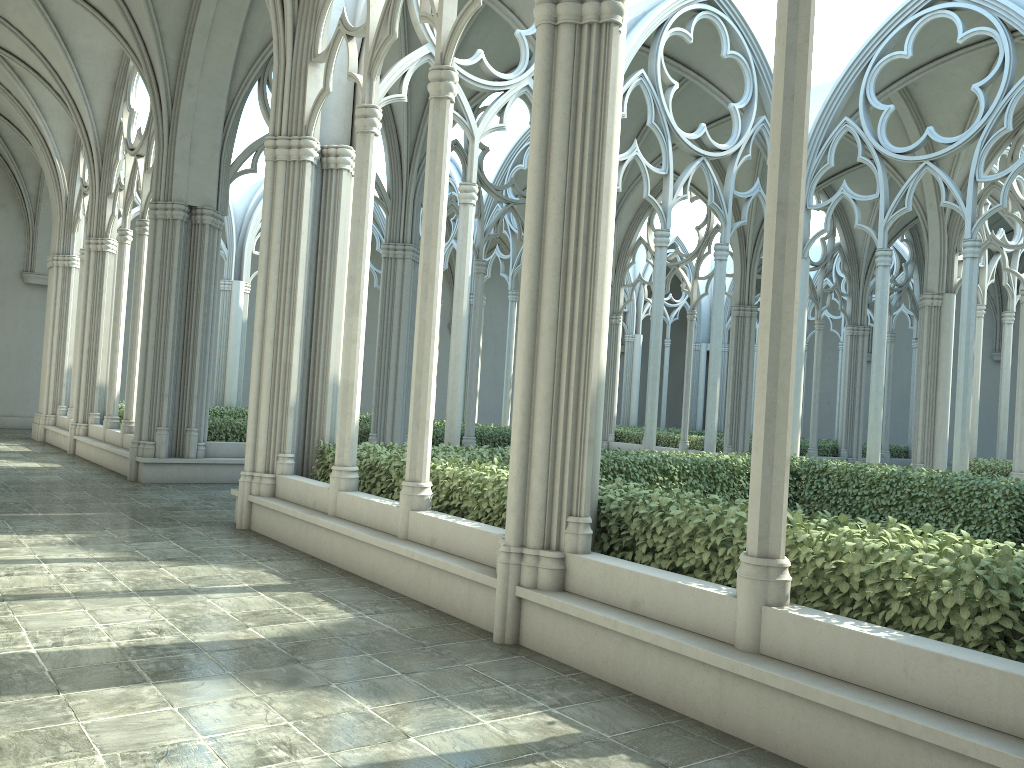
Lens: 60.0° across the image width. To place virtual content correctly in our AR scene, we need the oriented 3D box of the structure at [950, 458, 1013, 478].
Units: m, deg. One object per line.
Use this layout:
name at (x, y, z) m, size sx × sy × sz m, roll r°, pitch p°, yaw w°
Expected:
structure at (13.902, 2.175, 16.188) m, size 8.018 × 0.963 × 7.995 m, roll 5°, pitch -2°, yaw -36°

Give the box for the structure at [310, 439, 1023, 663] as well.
structure at (3.404, 1.347, 8.455) m, size 8.018 × 0.963 × 7.995 m, roll 5°, pitch -2°, yaw -36°

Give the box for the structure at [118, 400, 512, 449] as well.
structure at (-4.340, 1.091, 18.989) m, size 8.018 × 0.963 × 7.995 m, roll 5°, pitch -2°, yaw -36°

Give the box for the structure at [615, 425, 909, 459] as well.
structure at (6.152, 1.919, 26.730) m, size 8.018 × 0.963 × 7.995 m, roll 5°, pitch -2°, yaw -36°
